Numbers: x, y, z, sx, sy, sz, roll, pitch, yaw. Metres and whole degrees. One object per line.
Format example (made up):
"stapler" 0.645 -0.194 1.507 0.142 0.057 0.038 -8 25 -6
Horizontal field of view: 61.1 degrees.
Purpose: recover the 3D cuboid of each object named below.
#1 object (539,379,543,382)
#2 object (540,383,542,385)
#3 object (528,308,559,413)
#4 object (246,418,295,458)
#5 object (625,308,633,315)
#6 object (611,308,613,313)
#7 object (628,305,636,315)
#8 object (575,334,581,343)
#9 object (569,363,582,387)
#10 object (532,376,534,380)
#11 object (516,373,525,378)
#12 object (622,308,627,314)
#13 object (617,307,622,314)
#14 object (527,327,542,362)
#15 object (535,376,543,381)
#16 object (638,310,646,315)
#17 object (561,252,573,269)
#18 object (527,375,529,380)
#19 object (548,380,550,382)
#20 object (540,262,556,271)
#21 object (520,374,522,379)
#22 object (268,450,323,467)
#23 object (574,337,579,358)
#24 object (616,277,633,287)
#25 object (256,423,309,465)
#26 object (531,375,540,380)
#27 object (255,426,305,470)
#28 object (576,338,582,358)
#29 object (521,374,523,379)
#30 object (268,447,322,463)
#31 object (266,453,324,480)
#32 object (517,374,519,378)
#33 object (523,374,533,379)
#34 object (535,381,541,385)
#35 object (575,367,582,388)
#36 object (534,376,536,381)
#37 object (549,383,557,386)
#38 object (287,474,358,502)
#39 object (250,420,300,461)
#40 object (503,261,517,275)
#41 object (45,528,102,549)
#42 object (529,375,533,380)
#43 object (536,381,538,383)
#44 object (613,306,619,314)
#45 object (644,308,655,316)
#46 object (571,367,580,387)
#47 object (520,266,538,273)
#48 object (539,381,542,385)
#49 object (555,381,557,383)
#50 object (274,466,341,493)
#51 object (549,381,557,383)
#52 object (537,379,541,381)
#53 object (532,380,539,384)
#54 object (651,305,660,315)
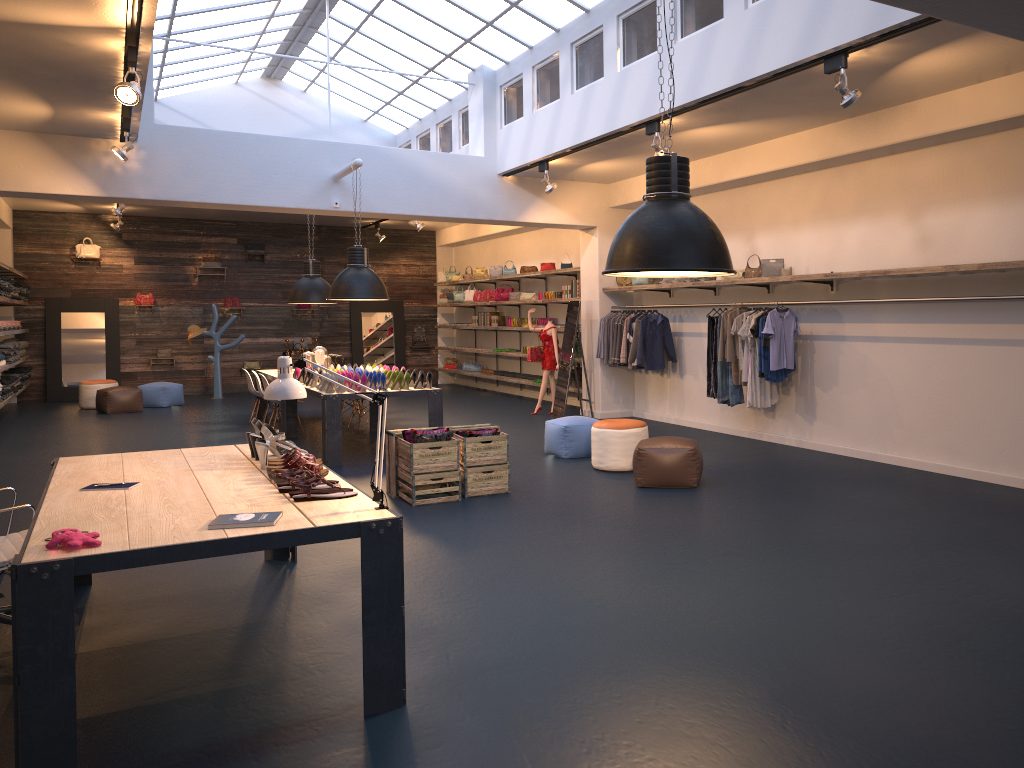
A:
"object" 0.582 -0.054 15.090 0.251 0.064 0.080 -2 3 -23
"object" 0.574 -0.014 14.938 0.253 0.058 0.077 -3 4 -33
"object" 0.571 -0.360 13.619 0.687 1.663 0.374 1 1 40
"object" -1.346 0.295 4.889 0.300 0.223 0.110 -2 2 -29
"object" 1.706 -1.028 12.590 0.463 0.219 0.009 -2 2 -30
"object" 1.512 -1.058 13.004 0.463 0.219 0.009 -2 2 -30
"object" 1.745 -1.022 12.507 0.463 0.219 0.009 -2 2 -30
"object" 1.085 -0.631 14.243 0.394 0.390 0.170 -1 1 -16
"object" 1.061 -0.153 14.342 0.394 0.390 0.170 -1 1 -16
"object" 0.456 -0.108 15.661 0.190 0.087 0.064 -1 2 -7
"object" 0.157 -0.156 16.310 0.189 0.087 0.065 -1 2 -5
"object" 1.652 -1.037 12.710 0.463 0.219 0.009 -2 2 -30
"object" 1.589 -1.047 12.846 0.463 0.219 0.009 -2 2 -30
"object" 0.367 -0.631 13.777 0.083 0.553 0.345 0 2 39
"object" 0.510 -0.100 15.545 0.187 0.087 0.065 0 2 -1
"object" 1.859 -1.007 12.295 0.463 0.219 0.009 -2 2 -30
"object" 0.901 -2.029 14.312 0.200 0.279 0.059 0 1 1
"object" 0.375 -0.121 15.836 0.193 0.087 0.063 -1 2 -13
"object" 0.683 -0.037 14.869 0.253 0.063 0.078 -2 3 -25
"object" 0.618 -2.012 14.928 0.273 0.149 0.115 0 2 6
"object" 0.238 -0.143 16.134 0.185 0.087 0.066 0 2 2
"object" -1.076 0.388 4.330 0.279 0.117 0.092 -3 3 -36
"object" 1.139 -0.594 14.089 0.399 0.338 0.204 -1 2 -22
"object" 1.700 -1.569 12.854 0.320 0.283 0.203 0 2 0
"object" -1.222 0.313 4.647 0.303 0.223 0.109 -3 2 -38
"object" 0.428 -0.112 15.720 0.190 0.087 0.064 -1 2 -7
"object" -1.187 0.322 4.519 0.303 0.223 0.109 -3 2 -37
"object" 1.186 -0.589 13.907 0.369 0.355 0.151 -2 2 -29
"object" 0.264 -0.139 16.076 0.183 0.087 0.067 0 2 6
"object" -1.109 0.380 4.436 0.275 0.117 0.094 -2 3 -24
"object" -1.055 0.396 4.226 0.273 0.117 0.095 -2 2 -21
"object" 0.183 -0.152 16.253 0.187 0.087 0.065 0 2 -1
"object" 0.290 -0.135 16.019 0.180 0.087 0.068 0 2 11
"object" 0.503 -0.025 15.092 0.253 0.058 0.077 -3 4 -33
"object" 1.163 -0.111 14.006 0.369 0.355 0.151 -2 2 -29
"object" 0.483 -0.104 15.603 0.189 0.087 0.065 -1 2 -5
"object" 0.725 0.007 14.647 0.253 0.058 0.077 -3 4 -33
"object" -0.823 0.443 3.772 0.299 0.090 0.199 -2 4 -28
"object" -1.289 0.303 4.778 0.300 0.223 0.110 -2 2 -28
"object" -0.041 -2.189 16.401 0.271 0.282 0.097 0 1 6
"object" -1.521 0.525 3.002 0.170 0.051 0.283 -3 5 -31
"object" 0.401 -0.117 15.779 0.194 0.087 0.063 -1 2 -15
"object" 0.480 -0.032 15.176 0.253 0.058 0.077 -3 4 -33
"object" 1.538 -1.053 12.947 0.463 0.219 0.009 -2 2 -30
"object" 1.923 -0.993 12.134 0.463 0.219 0.009 -2 2 -30
"object" 1.116 -0.115 14.188 0.399 0.338 0.204 -1 2 -22
"object" 0.331 -2.060 15.650 0.379 0.141 0.384 -1 4 -16
"object" 0.551 -0.020 15.023 0.253 0.058 0.077 -3 4 -33
"object" 0.755 -0.027 14.715 0.251 0.064 0.080 -2 3 -23
"object" -0.932 0.428 3.965 0.300 0.090 0.208 -2 4 -24
"object" 0.746 -0.031 14.802 0.251 0.068 0.078 -2 3 -23
"object" 0.510 -0.065 15.243 0.253 0.063 0.078 -2 3 -25
"object" 0.437 -0.037 15.252 0.253 0.058 0.077 -3 4 -33
"object" 1.983 -0.987 12.029 0.463 0.219 0.009 -2 2 -30
